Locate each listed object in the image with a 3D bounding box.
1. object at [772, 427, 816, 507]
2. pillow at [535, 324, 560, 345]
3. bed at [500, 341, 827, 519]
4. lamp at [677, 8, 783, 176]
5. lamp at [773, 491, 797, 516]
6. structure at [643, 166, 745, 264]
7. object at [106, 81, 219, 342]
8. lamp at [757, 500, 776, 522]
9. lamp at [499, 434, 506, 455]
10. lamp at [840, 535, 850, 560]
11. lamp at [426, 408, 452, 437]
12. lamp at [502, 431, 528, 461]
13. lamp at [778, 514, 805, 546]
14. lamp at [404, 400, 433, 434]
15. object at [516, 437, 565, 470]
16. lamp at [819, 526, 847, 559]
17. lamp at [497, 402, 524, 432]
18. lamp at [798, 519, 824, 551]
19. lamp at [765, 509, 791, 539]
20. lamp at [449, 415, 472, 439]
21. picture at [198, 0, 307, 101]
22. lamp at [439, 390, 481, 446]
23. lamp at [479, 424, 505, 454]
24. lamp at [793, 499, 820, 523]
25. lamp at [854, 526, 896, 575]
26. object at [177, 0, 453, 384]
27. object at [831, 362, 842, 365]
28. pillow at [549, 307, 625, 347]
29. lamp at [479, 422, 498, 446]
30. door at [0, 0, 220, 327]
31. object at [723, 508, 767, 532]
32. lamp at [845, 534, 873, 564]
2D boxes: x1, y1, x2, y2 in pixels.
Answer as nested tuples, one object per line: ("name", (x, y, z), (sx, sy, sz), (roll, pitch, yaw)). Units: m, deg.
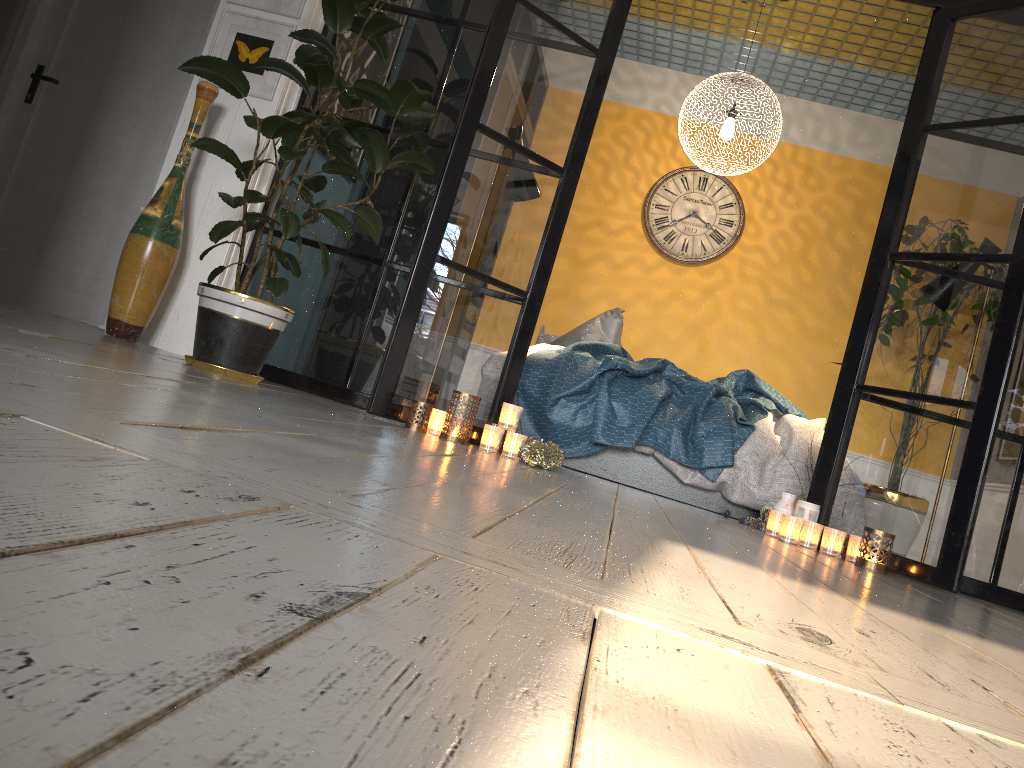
("object", (1.313, 0.424, 3.728), (0.275, 0.525, 0.440), (21, -6, -41))
("pillow", (0.510, -0.100, 6.022), (0.750, 0.458, 0.515), (18, -4, -20))
("bed", (0.881, 0.209, 5.073), (1.903, 0.774, 2.304), (16, -3, 9))
("lamp", (1.380, -1.795, 5.360), (0.609, 1.103, 0.620), (21, -7, -40))
("lamp", (1.077, 0.522, 3.513), (0.093, 0.181, 0.091), (14, -6, 29))
("structure", (1.314, -1.224, 6.398), (0.729, 0.729, 0.070), (16, -6, 9))
("object", (-1.434, -0.722, 3.670), (0.216, 1.130, 0.214), (16, -6, 3))
("lamp", (1.097, 0.564, 3.741), (0.107, 0.132, 0.096), (18, -5, -21))
("lamp", (-0.011, 0.244, 3.459), (0.069, 0.081, 0.068), (15, -4, 16))
("lamp", (1.232, 0.605, 3.308), (0.063, 0.091, 0.063), (17, -5, -10))
("lamp", (-0.280, 0.150, 3.387), (0.080, 0.099, 0.081), (20, -6, -41))
("lamp", (0.007, 0.235, 3.349), (0.080, 0.099, 0.081), (20, -6, -41))
("lamp", (1.029, 0.538, 3.263), (0.080, 0.099, 0.081), (20, -6, -41))
("lamp", (-0.350, 0.123, 3.337), (0.084, 0.111, 0.084), (18, -5, -16))
("object", (0.102, 0.269, 3.535), (0.192, 0.118, 0.714), (17, -2, -3))
("lamp", (1.172, 0.580, 3.234), (0.080, 0.099, 0.081), (20, -6, -41))
("lamp", (-0.008, 0.128, 3.368), (0.080, 0.099, 0.081), (20, -6, -41))
("lamp", (1.109, 0.563, 3.294), (0.080, 0.099, 0.081), (20, -6, -41))
("lamp", (1.018, 0.540, 3.395), (0.080, 0.099, 0.081), (19, -5, -27))
("lamp", (-0.206, 0.174, 3.434), (0.080, 0.099, 0.081), (20, -6, -41))
("picture", (-1.240, -1.731, 3.016), (0.360, 0.757, 1.930), (16, -3, 8))
("lamp", (-0.194, 0.127, 3.332), (0.115, 0.188, 0.114), (16, -5, 7))
("lamp", (-0.078, 0.210, 3.371), (0.080, 0.099, 0.081), (20, -6, -41))
("lamp", (1.124, 0.538, 3.404), (0.088, 0.167, 0.092), (19, -6, -25))
("lamp", (1.274, 0.583, 3.102), (0.106, 0.141, 0.108), (19, -5, -28))
("object", (0.734, -0.440, 3.216), (3.906, 1.806, 1.002), (16, -5, 9))
("object", (2.628, 0.001, 5.640), (1.342, 2.218, 1.244), (17, -5, -5))
("pillow", (0.487, -0.224, 5.617), (0.786, 0.602, 0.494), (16, -4, 15))
("lamp", (-0.081, 0.215, 3.604), (0.081, 0.107, 0.080), (16, -5, 8))
("door", (-2.021, -1.488, 4.440), (1.040, 2.321, 0.176), (16, -6, 9))
("object", (0.995, 0.578, 3.749), (0.086, 0.054, 0.327), (18, -3, -28))
("lamp", (1.252, 0.603, 3.199), (0.080, 0.099, 0.081), (20, -6, -41))
